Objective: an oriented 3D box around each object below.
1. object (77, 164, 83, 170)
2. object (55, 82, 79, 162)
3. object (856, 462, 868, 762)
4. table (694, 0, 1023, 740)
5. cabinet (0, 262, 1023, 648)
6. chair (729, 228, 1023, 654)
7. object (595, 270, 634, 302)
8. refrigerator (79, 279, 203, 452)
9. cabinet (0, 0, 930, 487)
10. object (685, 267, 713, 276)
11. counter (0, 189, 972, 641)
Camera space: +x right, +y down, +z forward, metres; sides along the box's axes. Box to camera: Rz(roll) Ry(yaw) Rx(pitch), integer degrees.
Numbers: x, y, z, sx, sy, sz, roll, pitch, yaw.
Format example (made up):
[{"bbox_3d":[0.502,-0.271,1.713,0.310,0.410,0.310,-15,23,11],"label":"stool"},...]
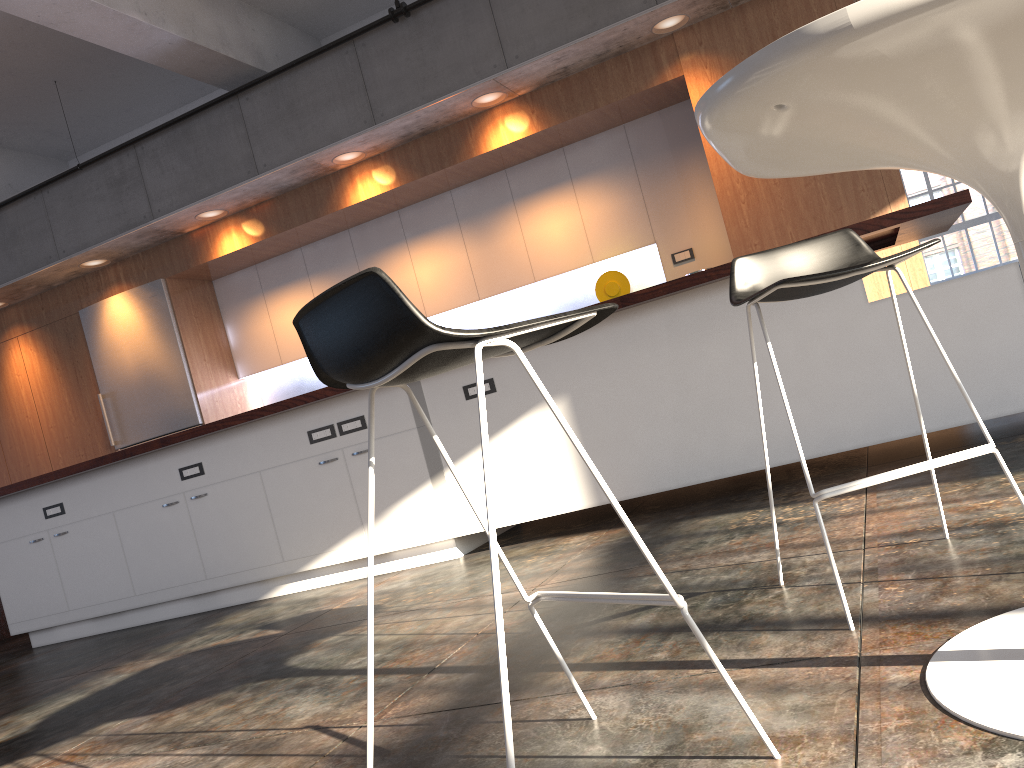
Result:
[{"bbox_3d":[-0.303,-0.213,6.892,0.061,0.053,0.053,-16,-1,28],"label":"object"},{"bbox_3d":[-0.357,-0.203,6.874,0.051,0.053,0.063,-14,-1,-30],"label":"object"},{"bbox_3d":[-3.114,1.865,6.882,26.880,0.001,19.988,-16,-2,21],"label":"object"},{"bbox_3d":[0.826,-0.047,1.326,0.819,0.951,0.838,-15,-1,22],"label":"table"},{"bbox_3d":[-0.403,0.434,4.701,5.581,0.930,0.933,-16,-1,21],"label":"cabinet"},{"bbox_3d":[0.801,0.078,2.024,0.464,0.895,0.504,-15,-1,-1],"label":"chair"},{"bbox_3d":[0.754,-0.627,6.368,0.271,0.381,0.101,-15,0,21],"label":"object"},{"bbox_3d":[-2.994,0.307,7.496,0.946,2.190,0.222,-15,0,18],"label":"refrigerator"},{"bbox_3d":[-0.826,-0.366,7.865,8.010,2.562,2.408,-16,-1,21],"label":"cabinet"},{"bbox_3d":[1.293,-0.682,6.019,0.193,0.170,0.188,-15,-1,-20],"label":"object"},{"bbox_3d":[-0.950,0.559,4.927,6.577,0.971,1.156,-16,-1,21],"label":"counter"}]
